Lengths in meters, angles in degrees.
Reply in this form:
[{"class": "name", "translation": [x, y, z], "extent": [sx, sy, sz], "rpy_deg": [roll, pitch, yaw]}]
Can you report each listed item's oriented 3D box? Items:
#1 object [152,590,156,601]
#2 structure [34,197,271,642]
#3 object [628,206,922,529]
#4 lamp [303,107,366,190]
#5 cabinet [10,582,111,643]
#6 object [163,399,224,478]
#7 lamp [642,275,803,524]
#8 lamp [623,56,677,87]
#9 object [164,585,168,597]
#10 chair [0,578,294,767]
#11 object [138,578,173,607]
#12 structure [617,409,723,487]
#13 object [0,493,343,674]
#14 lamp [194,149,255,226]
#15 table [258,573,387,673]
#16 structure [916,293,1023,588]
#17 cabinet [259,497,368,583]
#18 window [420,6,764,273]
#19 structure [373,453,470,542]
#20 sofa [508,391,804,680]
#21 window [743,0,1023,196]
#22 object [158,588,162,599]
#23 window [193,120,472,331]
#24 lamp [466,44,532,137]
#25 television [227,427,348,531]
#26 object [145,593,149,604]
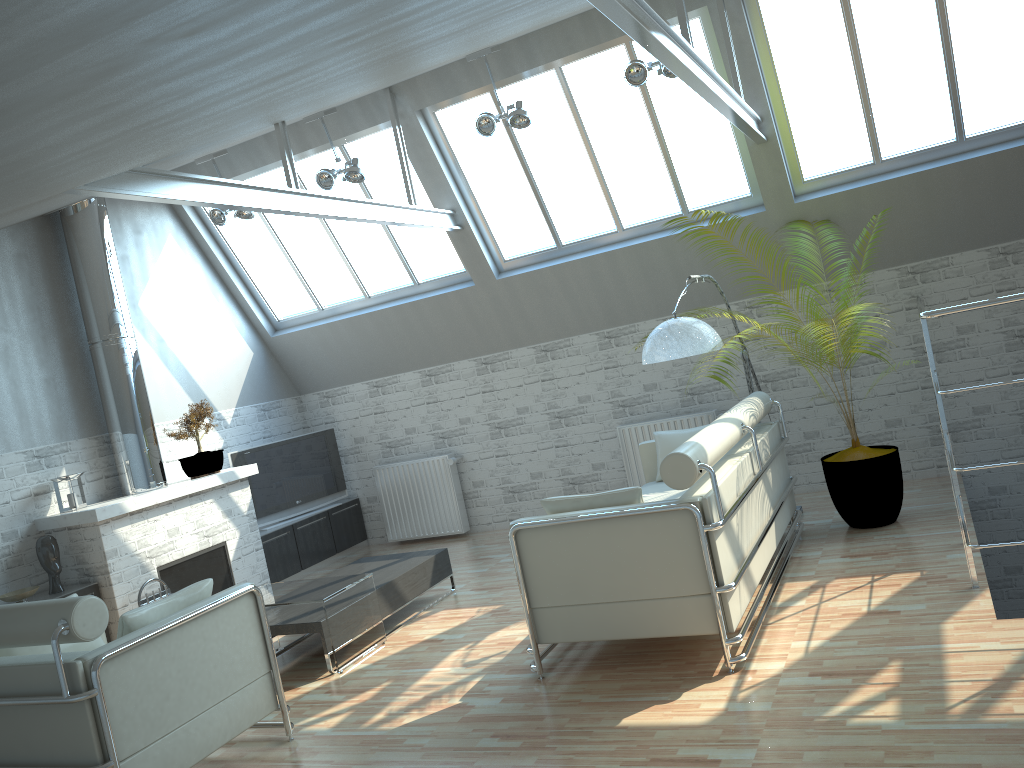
[{"class": "object", "translation": [-4.910, 3.353, 12.501], "extent": [0.145, 0.932, 0.065], "rpy_deg": [-12, 1, 6]}, {"class": "structure", "translation": [-5.869, 0.374, 13.848], "extent": [1.309, 7.180, 3.302], "rpy_deg": [-11, 2, 25]}, {"class": "object", "translation": [3.574, -0.128, 11.594], "extent": [3.777, 4.386, 5.015], "rpy_deg": [-12, 1, 0]}, {"class": "lamp", "translation": [-2.770, -3.606, 13.541], "extent": [0.808, 1.172, 0.619], "rpy_deg": [-11, 2, 29]}, {"class": "cabinet", "translation": [-6.972, 3.713, 10.494], "extent": [0.914, 1.270, 4.572], "rpy_deg": [-11, 2, 25]}, {"class": "object", "translation": [-5.242, 0.906, 14.559], "extent": [0.572, 1.265, 1.115], "rpy_deg": [-11, 2, 29]}, {"class": "lamp", "translation": [3.197, 0.264, 12.531], "extent": [1.015, 3.709, 4.621], "rpy_deg": [-11, 2, 31]}, {"class": "lamp", "translation": [1.724, -4.495, 11.403], "extent": [0.808, 1.172, 0.619], "rpy_deg": [-11, 2, 29]}, {"class": "object", "translation": [-4.880, 3.311, 12.715], "extent": [0.155, 0.873, 0.026], "rpy_deg": [-11, 2, 26]}, {"class": "chair", "translation": [-3.789, 2.733, 8.082], "extent": [2.507, 2.001, 2.201], "rpy_deg": [-11, 2, 25]}, {"class": "object", "translation": [-5.026, 3.319, 12.606], "extent": [0.412, 1.124, 0.584], "rpy_deg": [-11, 2, 25]}, {"class": "structure", "translation": [2.858, 1.310, 15.095], "extent": [1.892, 1.524, 0.508], "rpy_deg": [-11, 2, 25]}, {"class": "object", "translation": [-4.308, 2.473, 11.271], "extent": [4.859, 2.558, 1.528], "rpy_deg": [-11, 2, 24]}, {"class": "lamp", "translation": [-4.735, -3.218, 14.475], "extent": [0.808, 1.172, 0.619], "rpy_deg": [-11, 2, 29]}, {"class": "table", "translation": [-2.615, 2.969, 10.914], "extent": [1.726, 0.867, 1.015], "rpy_deg": [-11, 2, 25]}, {"class": "structure", "translation": [7.491, -0.076, 9.479], "extent": [5.366, 2.781, 6.483], "rpy_deg": [-11, 2, 25]}, {"class": "cabinet", "translation": [-4.085, 3.066, 16.860], "extent": [0.908, 1.016, 3.234], "rpy_deg": [-11, 2, 25]}, {"class": "window", "translation": [1.246, -3.647, 13.915], "extent": [4.651, 2.787, 1.897], "rpy_deg": [-11, 2, 25]}, {"class": "structure", "translation": [-1.707, 2.213, 17.267], "extent": [1.892, 1.524, 0.508], "rpy_deg": [-11, 2, 25]}, {"class": "sofa", "translation": [1.910, 1.474, 10.425], "extent": [2.199, 1.999, 4.866], "rpy_deg": [-11, 2, 25]}, {"class": "window", "translation": [5.762, -4.540, 11.766], "extent": [4.651, 2.787, 1.897], "rpy_deg": [-11, 2, 25]}, {"class": "object", "translation": [-4.928, 3.314, 12.612], "extent": [0.025, 0.855, 0.025], "rpy_deg": [-13, 2, -43]}, {"class": "window", "translation": [-3.269, -2.754, 16.063], "extent": [4.651, 2.787, 1.897], "rpy_deg": [-11, 2, 25]}, {"class": "lamp", "translation": [-0.258, -4.103, 12.345], "extent": [0.808, 1.172, 0.618], "rpy_deg": [-11, 2, 29]}, {"class": "television", "translation": [-4.252, 1.807, 16.882], "extent": [0.592, 1.514, 2.577], "rpy_deg": [-11, 2, 35]}, {"class": "object", "translation": [-4.966, 3.360, 12.370], "extent": [0.146, 0.916, 0.131], "rpy_deg": [-11, 2, 25]}]
